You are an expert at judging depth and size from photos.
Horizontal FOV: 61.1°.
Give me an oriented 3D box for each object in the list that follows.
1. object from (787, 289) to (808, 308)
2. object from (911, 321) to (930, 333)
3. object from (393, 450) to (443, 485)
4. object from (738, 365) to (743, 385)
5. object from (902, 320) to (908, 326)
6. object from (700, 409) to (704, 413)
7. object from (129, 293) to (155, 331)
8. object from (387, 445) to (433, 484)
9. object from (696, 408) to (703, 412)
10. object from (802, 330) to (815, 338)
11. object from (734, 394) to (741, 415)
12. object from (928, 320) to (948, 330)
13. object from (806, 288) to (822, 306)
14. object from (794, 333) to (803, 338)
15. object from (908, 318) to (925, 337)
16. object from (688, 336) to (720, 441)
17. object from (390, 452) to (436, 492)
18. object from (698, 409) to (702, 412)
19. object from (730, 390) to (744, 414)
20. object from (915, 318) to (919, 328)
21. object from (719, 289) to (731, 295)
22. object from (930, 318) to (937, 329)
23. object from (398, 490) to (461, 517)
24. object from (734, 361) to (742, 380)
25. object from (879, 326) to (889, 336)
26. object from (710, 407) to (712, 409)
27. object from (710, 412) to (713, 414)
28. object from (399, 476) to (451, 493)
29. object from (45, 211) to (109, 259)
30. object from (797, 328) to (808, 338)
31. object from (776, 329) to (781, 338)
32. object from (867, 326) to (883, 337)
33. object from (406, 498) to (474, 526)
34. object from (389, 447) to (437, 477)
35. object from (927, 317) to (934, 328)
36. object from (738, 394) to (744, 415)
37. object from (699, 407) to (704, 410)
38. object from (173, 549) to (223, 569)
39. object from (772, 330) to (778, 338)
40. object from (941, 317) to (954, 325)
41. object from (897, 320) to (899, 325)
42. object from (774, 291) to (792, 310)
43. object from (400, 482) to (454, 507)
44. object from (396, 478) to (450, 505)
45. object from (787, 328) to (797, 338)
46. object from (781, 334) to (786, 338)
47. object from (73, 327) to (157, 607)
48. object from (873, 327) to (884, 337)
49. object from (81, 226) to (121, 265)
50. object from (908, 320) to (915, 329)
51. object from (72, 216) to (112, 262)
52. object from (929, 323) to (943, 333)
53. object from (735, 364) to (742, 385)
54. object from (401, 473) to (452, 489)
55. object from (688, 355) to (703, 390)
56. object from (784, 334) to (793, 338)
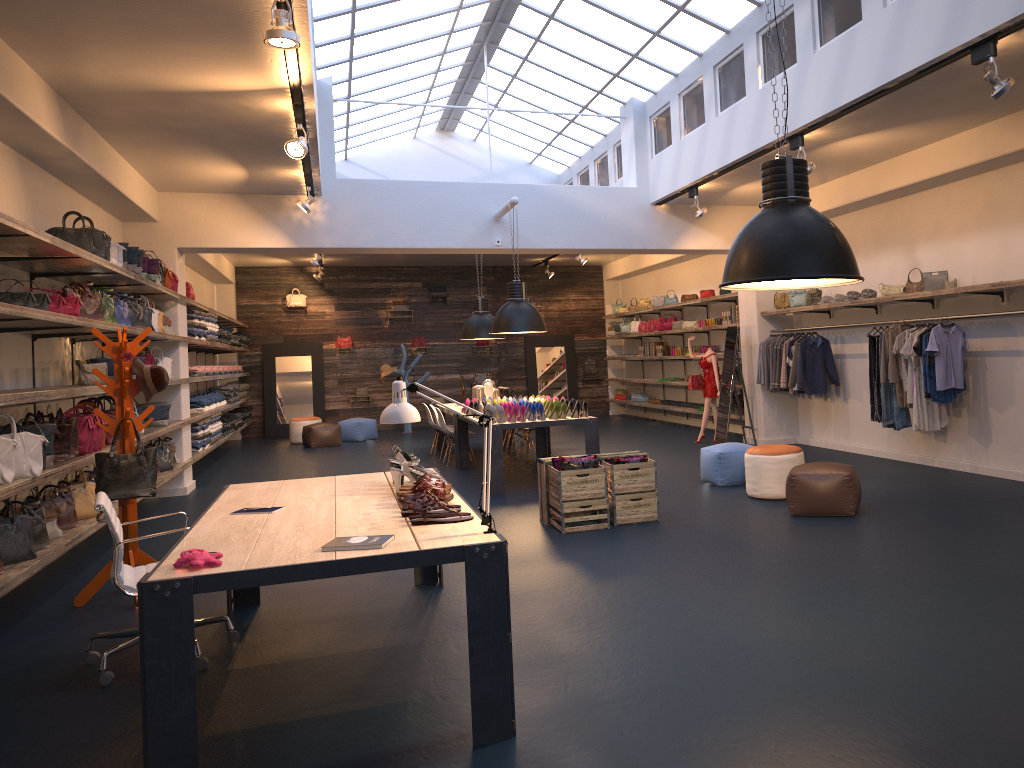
[{"bbox_3d":[4.053,-1.246,12.212,0.349,0.367,0.185,-2,-1,19],"label":"object"},{"bbox_3d":[4.478,-0.629,9.429,0.381,0.177,0.014,-3,-1,-20],"label":"object"},{"bbox_3d":[-0.508,0.462,4.754,0.300,0.224,0.110,-2,-1,-27],"label":"object"},{"bbox_3d":[3.704,-0.167,13.655,0.361,0.356,0.153,-2,-1,-18],"label":"object"},{"bbox_3d":[4.407,-0.634,9.739,0.426,0.179,0.016,-3,-1,-18],"label":"object"},{"bbox_3d":[3.327,0.461,14.970,0.249,0.058,0.078,-3,1,-23],"label":"object"},{"bbox_3d":[-3.680,-0.698,8.477,0.182,0.386,0.449,-3,0,24],"label":"object"},{"bbox_3d":[-0.575,0.457,5.023,0.294,0.224,0.112,-2,-1,-18],"label":"object"},{"bbox_3d":[3.298,0.456,15.145,0.249,0.058,0.078,-3,1,-23],"label":"object"},{"bbox_3d":[4.011,-0.658,11.729,0.454,0.220,0.009,-3,-1,-19],"label":"object"},{"bbox_3d":[3.711,0.320,13.936,0.389,0.339,0.209,-2,-1,-11],"label":"object"},{"bbox_3d":[4.533,-0.620,9.130,0.426,0.179,0.016,-3,-1,-18],"label":"object"},{"bbox_3d":[4.107,-1.192,11.837,0.245,0.284,0.371,-2,0,4],"label":"object"},{"bbox_3d":[3.960,-0.667,12.019,0.454,0.220,0.009,-3,-1,-19],"label":"object"},{"bbox_3d":[4.469,-0.620,9.472,0.381,0.198,0.014,-3,-1,-20],"label":"object"},{"bbox_3d":[3.069,0.069,13.480,0.374,1.667,0.685,-1,-2,-37],"label":"object"},{"bbox_3d":[-0.502,0.466,4.616,0.300,0.224,0.110,-2,-1,-27],"label":"object"},{"bbox_3d":[3.323,0.458,15.060,0.249,0.058,0.078,-3,1,-23],"label":"object"},{"bbox_3d":[3.691,0.289,14.104,0.382,0.391,0.175,-2,-1,-4],"label":"object"},{"bbox_3d":[4.453,-0.621,9.527,0.317,0.198,0.011,-2,-1,-19],"label":"object"},{"bbox_3d":[3.480,-1.586,14.174,0.193,0.280,0.061,-2,-2,13],"label":"object"},{"bbox_3d":[4.511,-0.604,9.259,0.452,0.220,0.009,-3,-1,-18],"label":"object"},{"bbox_3d":[-0.376,0.545,4.001,0.293,0.091,0.214,-3,1,-13],"label":"object"},{"bbox_3d":[3.678,-0.194,14.017,0.382,0.391,0.175,-2,-1,-4],"label":"object"},{"bbox_3d":[4.349,-0.643,10.057,0.245,0.177,0.014,-2,-1,-20],"label":"object"},{"bbox_3d":[3.445,0.431,14.873,0.245,0.068,0.081,-3,0,-12],"label":"object"},{"bbox_3d":[3.412,0.470,14.555,0.249,0.058,0.078,-3,1,-23],"label":"object"},{"bbox_3d":[-0.436,0.522,4.401,0.276,0.117,0.093,-3,0,-25],"label":"object"},{"bbox_3d":[-3.344,-1.134,6.670,0.453,0.386,0.180,-2,-1,-23],"label":"object"},{"bbox_3d":[3.985,-0.664,11.905,0.454,0.220,0.009,-3,-1,-19],"label":"object"},{"bbox_3d":[3.845,-0.676,12.518,0.454,0.220,0.009,-3,-1,-19],"label":"object"},{"bbox_3d":[4.301,-0.648,10.291,0.245,0.177,0.014,-2,-1,-20],"label":"object"},{"bbox_3d":[-0.314,0.549,3.784,0.292,0.091,0.204,-3,1,-17],"label":"object"},{"bbox_3d":[-0.544,0.459,4.900,0.294,0.224,0.113,-2,-1,-17],"label":"object"},{"bbox_3d":[4.496,-0.616,9.323,0.408,0.198,0.009,-3,-1,-19],"label":"object"},{"bbox_3d":[3.716,0.316,13.742,0.361,0.356,0.153,-2,-1,-18],"label":"object"},{"bbox_3d":[3.364,0.427,15.123,0.246,0.063,0.080,-3,1,-14],"label":"object"},{"bbox_3d":[-1.134,0.622,3.144,0.167,0.051,0.289,-3,2,-18],"label":"object"},{"bbox_3d":[3.819,-0.677,12.630,0.454,0.220,0.009,-3,-1,-19],"label":"object"},{"bbox_3d":[4.549,-0.620,9.060,0.426,0.179,0.016,-3,-1,-18],"label":"object"},{"bbox_3d":[4.388,-0.637,9.859,0.426,0.179,0.016,-3,-1,-18],"label":"object"},{"bbox_3d":[3.937,-1.201,12.522,0.309,0.284,0.210,-2,0,12],"label":"object"},{"bbox_3d":[-0.410,0.528,4.180,0.275,0.117,0.094,-3,0,-24],"label":"object"},{"bbox_3d":[-0.438,0.525,4.291,0.265,0.117,0.097,-2,0,-10],"label":"object"},{"bbox_3d":[3.921,-0.668,12.142,0.454,0.220,0.009,-3,-1,-19],"label":"object"},{"bbox_3d":[3.876,-0.673,12.367,0.454,0.220,0.009,-3,-1,-19],"label":"object"},{"bbox_3d":[-2.473,0.503,5.567,0.433,1.732,0.456,-2,-1,11],"label":"object"},{"bbox_3d":[4.326,-0.645,10.169,0.245,0.177,0.014,-2,-1,-20],"label":"object"},{"bbox_3d":[-3.422,-1.116,7.051,0.453,0.332,0.180,-2,-1,-24],"label":"object"},{"bbox_3d":[4.436,-0.612,9.626,0.454,0.220,0.009,-3,-1,-20],"label":"object"},{"bbox_3d":[-3.400,-1.136,6.847,0.447,0.386,0.183,-2,-1,-17],"label":"object"},{"bbox_3d":[4.527,-0.603,9.182,0.453,0.220,0.009,-3,-1,-19],"label":"object"},{"bbox_3d":[3.698,-0.164,13.849,0.389,0.339,0.209,-2,-1,-11],"label":"object"},{"bbox_3d":[-0.444,0.519,4.515,0.268,0.117,0.096,-3,0,-14],"label":"object"},{"bbox_3d":[2.902,-0.190,13.691,0.346,0.554,0.083,-1,-2,-40],"label":"object"},{"bbox_3d":[3.902,-0.670,12.234,0.454,0.220,0.009,-3,-1,-19],"label":"object"}]
